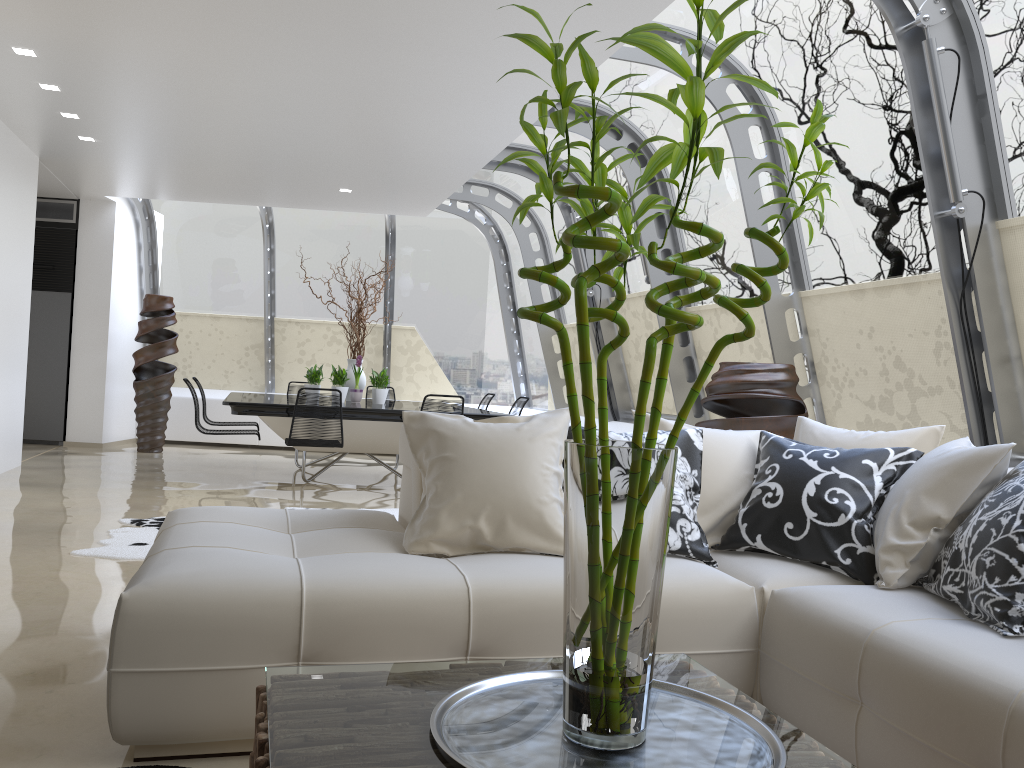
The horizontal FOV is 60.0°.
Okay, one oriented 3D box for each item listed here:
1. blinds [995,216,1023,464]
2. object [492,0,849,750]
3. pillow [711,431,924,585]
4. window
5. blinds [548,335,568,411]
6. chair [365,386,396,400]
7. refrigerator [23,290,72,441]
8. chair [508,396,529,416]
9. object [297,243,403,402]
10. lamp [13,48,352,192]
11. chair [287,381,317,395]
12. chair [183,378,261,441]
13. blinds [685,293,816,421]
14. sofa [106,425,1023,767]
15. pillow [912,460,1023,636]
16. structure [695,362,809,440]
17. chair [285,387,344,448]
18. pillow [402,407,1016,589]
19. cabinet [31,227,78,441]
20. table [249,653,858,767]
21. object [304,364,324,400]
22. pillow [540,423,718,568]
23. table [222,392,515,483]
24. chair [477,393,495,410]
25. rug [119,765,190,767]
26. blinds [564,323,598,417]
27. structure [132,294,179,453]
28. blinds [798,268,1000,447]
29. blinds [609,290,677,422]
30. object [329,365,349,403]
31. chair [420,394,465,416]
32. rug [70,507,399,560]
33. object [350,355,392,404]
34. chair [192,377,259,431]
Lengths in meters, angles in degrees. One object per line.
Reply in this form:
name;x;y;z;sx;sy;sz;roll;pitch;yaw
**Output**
blinds;2.566;-0.129;3.552;0.387;1.214;1.376;3;0;-16
object;0.233;-0.147;1.602;0.673;1.546;0.584;3;0;22
pillow;1.059;0.427;3.119;0.599;0.483;0.405;3;0;42
window;-5.331;-0.714;4.928;16.693;3.674;16.171;3;0;-10
blinds;0.496;0.375;11.154;0.663;2.118;1.829;3;0;-16
chair;-1.535;0.290;10.552;0.446;0.519;0.688;3;0;-16
refrigerator;-5.718;-0.228;10.479;1.006;1.742;0.234;3;0;-3
chair;-0.208;0.367;8.733;0.688;0.519;0.446;3;0;-16
object;-1.703;-0.599;8.932;1.031;1.549;1.135;3;0;-24
lamp;-4.926;-2.159;3.012;9.775;0.004;9.928;3;0;-16
chair;-2.422;0.238;10.291;0.446;0.519;0.688;3;0;-16
chair;-2.618;0.226;8.023;0.688;0.519;0.446;3;0;-16
blinds;1.724;-0.084;6.504;0.329;1.027;1.430;3;0;-16
sofa;0.742;0.648;2.003;3.257;0.866;4.169;3;0;-16
pillow;1.407;0.418;2.445;0.382;0.467;0.608;3;0;3
structure;1.320;0.509;4.949;0.672;1.258;0.674;3;0;-39
chair;-1.609;0.285;7.269;0.446;0.519;0.688;3;0;-16
pillow;1.249;0.397;2.503;3.322;0.530;1.656;3;0;44
cabinet;-6.307;-0.603;10.751;2.252;2.558;0.831;3;0;-2
table;0.059;0.829;1.545;1.007;0.448;0.923;3;0;-16
object;-2.001;-0.025;8.976;0.215;0.369;0.284;3;0;22
pillow;0.400;0.378;3.128;0.604;0.471;0.394;3;0;-1
table;-1.588;0.564;8.941;2.494;0.759;3.031;3;0;-16
chair;-0.567;0.347;9.957;0.688;0.519;0.446;3;0;-16
rug;-0.098;1.027;1.531;2.739;0.008;2.740;3;0;-30
blinds;0.856;-0.135;9.458;0.329;1.027;1.430;3;0;-16
structure;-4.161;-0.115;10.320;0.498;1.843;0.493;3;0;-5
blinds;2.158;-0.059;5.027;0.329;1.027;1.430;3;0;-16
blinds;1.269;-0.205;7.970;0.387;1.214;1.376;3;0;-16
object;-1.681;-0.006;8.620;0.215;0.369;0.284;3;0;17
chair;-0.654;0.341;7.550;0.446;0.519;0.688;3;0;-16
rug;-0.933;0.978;5.605;3.220;0.008;2.705;3;0;-16
object;-1.389;-0.039;8.844;0.417;0.476;0.238;3;0;12
chair;-2.977;0.205;9.247;0.688;0.519;0.446;3;0;-16
